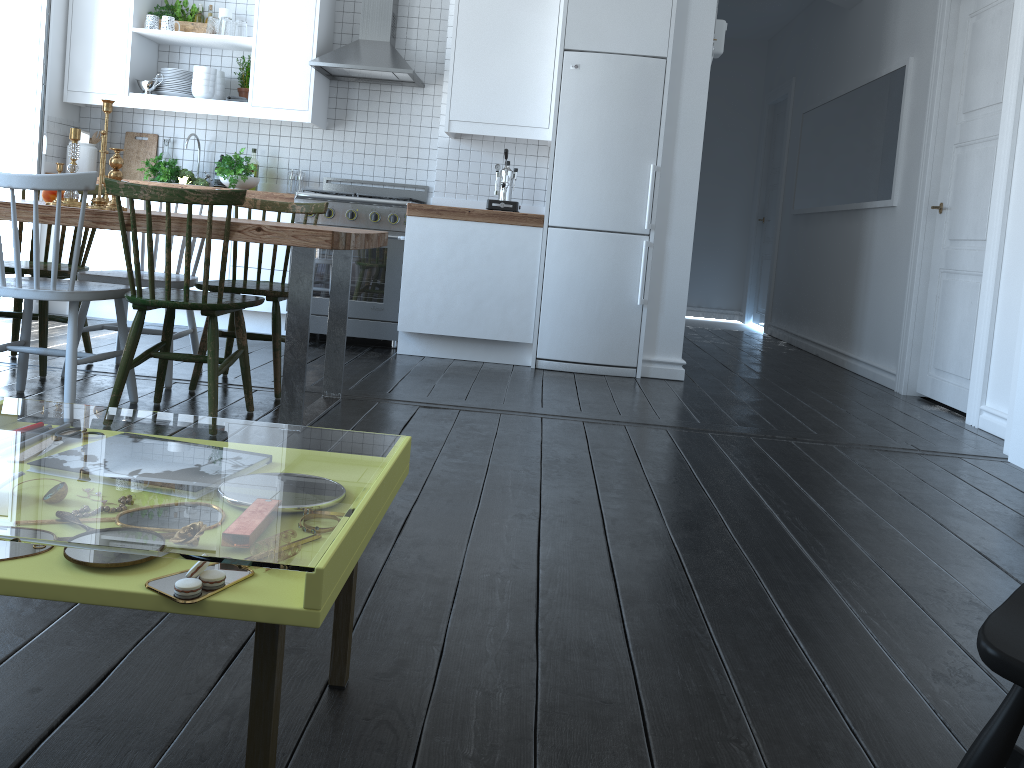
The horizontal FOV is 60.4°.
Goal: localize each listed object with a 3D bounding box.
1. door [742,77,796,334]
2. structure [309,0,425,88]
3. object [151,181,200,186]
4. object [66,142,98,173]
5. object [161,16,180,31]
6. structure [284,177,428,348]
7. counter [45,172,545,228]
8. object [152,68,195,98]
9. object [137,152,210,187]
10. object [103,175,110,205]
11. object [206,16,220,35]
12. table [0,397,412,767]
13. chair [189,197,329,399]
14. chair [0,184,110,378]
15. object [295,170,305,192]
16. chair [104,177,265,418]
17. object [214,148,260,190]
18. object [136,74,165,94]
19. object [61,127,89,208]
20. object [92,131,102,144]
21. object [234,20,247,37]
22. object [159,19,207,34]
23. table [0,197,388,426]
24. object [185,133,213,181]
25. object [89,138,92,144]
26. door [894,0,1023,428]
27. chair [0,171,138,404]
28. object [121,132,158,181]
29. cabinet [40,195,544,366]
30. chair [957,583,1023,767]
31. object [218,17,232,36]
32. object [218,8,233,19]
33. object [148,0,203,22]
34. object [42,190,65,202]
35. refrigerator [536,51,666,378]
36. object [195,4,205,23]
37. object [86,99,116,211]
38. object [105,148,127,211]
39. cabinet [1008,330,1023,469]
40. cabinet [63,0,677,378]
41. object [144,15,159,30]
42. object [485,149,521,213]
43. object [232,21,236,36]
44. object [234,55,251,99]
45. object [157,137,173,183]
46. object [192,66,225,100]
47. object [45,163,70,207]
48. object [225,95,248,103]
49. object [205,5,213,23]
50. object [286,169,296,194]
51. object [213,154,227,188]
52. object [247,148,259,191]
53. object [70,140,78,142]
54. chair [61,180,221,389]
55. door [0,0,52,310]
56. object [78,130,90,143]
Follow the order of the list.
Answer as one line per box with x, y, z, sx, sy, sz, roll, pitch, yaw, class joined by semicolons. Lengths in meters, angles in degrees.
2.650;-1.792;8.996;0.116;2.457;1.080;5;4;1;door
-0.844;-2.585;5.532;0.633;1.295;0.533;5;4;2;structure
-2.101;-1.219;5.631;0.372;0.110;0.358;5;9;2;object
-2.741;-1.429;5.609;0.174;0.206;0.175;6;6;6;object
-2.163;-2.268;5.571;0.108;0.099;0.084;4;6;-9;object
-0.962;-0.784;5.532;0.700;1.012;0.729;5;5;2;structure
-1.343;-1.139;5.465;3.099;0.073;0.857;5;10;2;counter
-2.181;-1.940;5.724;0.300;0.193;0.309;5;8;3;object
-2.124;-1.299;5.563;0.468;0.305;0.287;1;7;-25;object
-1.651;-0.780;3.590;0.049;0.138;0.050;5;4;2;object
-1.880;-2.248;5.544;0.086;0.119;0.086;8;6;25;object
-0.898;0.272;1.247;1.401;0.396;0.607;5;8;2;table
-1.098;-0.402;3.815;0.467;0.821;0.490;5;5;0;chair
-2.067;-0.490;3.828;0.467;0.821;0.490;5;5;0;chair
-1.400;-1.328;5.810;0.059;0.171;0.059;6;4;15;object
-1.128;-0.277;3.072;0.467;0.821;0.490;5;5;0;chair
-1.737;-1.363;5.565;0.271;0.267;0.342;4;7;-8;object
-2.286;-1.889;5.555;0.210;0.134;0.102;7;6;14;object
-1.715;-0.845;3.442;0.141;0.308;0.140;9;6;44;object
-2.701;-1.479;5.644;0.130;0.294;0.057;4;4;-19;object
-1.717;-2.239;5.577;0.086;0.119;0.087;2;6;-29;object
-2.140;-2.297;5.742;0.393;0.102;0.155;5;8;2;object
-1.704;-0.338;3.447;2.227;0.711;1.030;5;8;2;table
-2.049;-1.456;5.764;0.188;0.350;0.277;3;6;-22;object
-2.711;-1.458;5.648;0.050;0.245;0.116;3;5;-33;object
2.489;-1.085;4.813;0.116;2.457;1.050;5;4;1;door
-1.608;-0.324;3.051;0.466;0.836;0.514;5;5;2;chair
-2.493;-1.517;5.895;0.220;0.328;0.041;5;3;2;object
-1.372;-0.720;5.546;3.189;0.809;0.735;7;6;10;cabinet
0.879;0.199;0.830;0.612;0.997;0.915;0;8;-43;chair
-1.796;-2.237;5.526;0.086;0.119;0.086;8;6;25;object
-1.877;-2.334;5.752;0.085;0.220;0.085;6;4;9;object
-2.207;-2.390;5.741;0.347;0.252;0.165;4;5;-8;object
-1.878;-0.774;3.614;0.089;0.083;0.085;7;7;14;object
0.512;-1.001;5.271;0.576;1.788;0.686;5;4;2;refrigerator
-2.030;-2.356;5.722;0.060;0.223;0.060;4;4;-15;object
-1.521;-0.849;3.269;0.113;0.408;0.115;3;4;-36;object
-1.584;-0.816;3.517;0.101;0.246;0.101;7;4;25;object
1.983;0.150;2.459;0.590;0.728;1.215;5;8;1;cabinet
-0.987;-1.454;5.466;3.793;2.356;0.785;6;4;6;cabinet
-2.285;-2.282;5.591;0.083;0.099;0.110;2;7;-29;object
-0.040;-1.220;5.320;0.206;0.367;0.357;5;6;1;object
-1.793;-2.253;5.616;0.086;0.119;0.087;2;6;-29;object
-1.716;-1.989;5.765;0.166;0.363;0.171;8;5;39;object
-2.308;-1.488;5.858;0.098;0.315;0.098;5;4;2;object
-1.950;-1.919;5.662;0.149;0.214;0.313;5;8;-1;object
-1.684;-0.741;3.273;0.080;0.159;0.081;1;6;-41;object
-1.746;-1.809;5.640;0.245;0.042;0.280;4;10;-6;object
-1.978;-2.362;5.763;0.056;0.232;0.056;5;3;5;object
-1.460;-1.338;5.833;0.059;0.171;0.059;6;4;15;object
-1.930;-1.407;5.843;0.085;0.229;0.086;3;5;-33;object
-1.705;-1.407;5.792;0.066;0.280;0.067;5;3;-3;object
-2.778;-1.458;5.580;0.054;0.261;0.151;4;5;-23;object
-1.586;-0.459;3.848;0.466;0.836;0.514;5;5;2;chair
-3.060;-1.458;5.195;0.585;2.011;0.105;5;3;-4;door
-2.738;-1.476;5.617;0.064;0.288;0.142;4;5;-25;object
